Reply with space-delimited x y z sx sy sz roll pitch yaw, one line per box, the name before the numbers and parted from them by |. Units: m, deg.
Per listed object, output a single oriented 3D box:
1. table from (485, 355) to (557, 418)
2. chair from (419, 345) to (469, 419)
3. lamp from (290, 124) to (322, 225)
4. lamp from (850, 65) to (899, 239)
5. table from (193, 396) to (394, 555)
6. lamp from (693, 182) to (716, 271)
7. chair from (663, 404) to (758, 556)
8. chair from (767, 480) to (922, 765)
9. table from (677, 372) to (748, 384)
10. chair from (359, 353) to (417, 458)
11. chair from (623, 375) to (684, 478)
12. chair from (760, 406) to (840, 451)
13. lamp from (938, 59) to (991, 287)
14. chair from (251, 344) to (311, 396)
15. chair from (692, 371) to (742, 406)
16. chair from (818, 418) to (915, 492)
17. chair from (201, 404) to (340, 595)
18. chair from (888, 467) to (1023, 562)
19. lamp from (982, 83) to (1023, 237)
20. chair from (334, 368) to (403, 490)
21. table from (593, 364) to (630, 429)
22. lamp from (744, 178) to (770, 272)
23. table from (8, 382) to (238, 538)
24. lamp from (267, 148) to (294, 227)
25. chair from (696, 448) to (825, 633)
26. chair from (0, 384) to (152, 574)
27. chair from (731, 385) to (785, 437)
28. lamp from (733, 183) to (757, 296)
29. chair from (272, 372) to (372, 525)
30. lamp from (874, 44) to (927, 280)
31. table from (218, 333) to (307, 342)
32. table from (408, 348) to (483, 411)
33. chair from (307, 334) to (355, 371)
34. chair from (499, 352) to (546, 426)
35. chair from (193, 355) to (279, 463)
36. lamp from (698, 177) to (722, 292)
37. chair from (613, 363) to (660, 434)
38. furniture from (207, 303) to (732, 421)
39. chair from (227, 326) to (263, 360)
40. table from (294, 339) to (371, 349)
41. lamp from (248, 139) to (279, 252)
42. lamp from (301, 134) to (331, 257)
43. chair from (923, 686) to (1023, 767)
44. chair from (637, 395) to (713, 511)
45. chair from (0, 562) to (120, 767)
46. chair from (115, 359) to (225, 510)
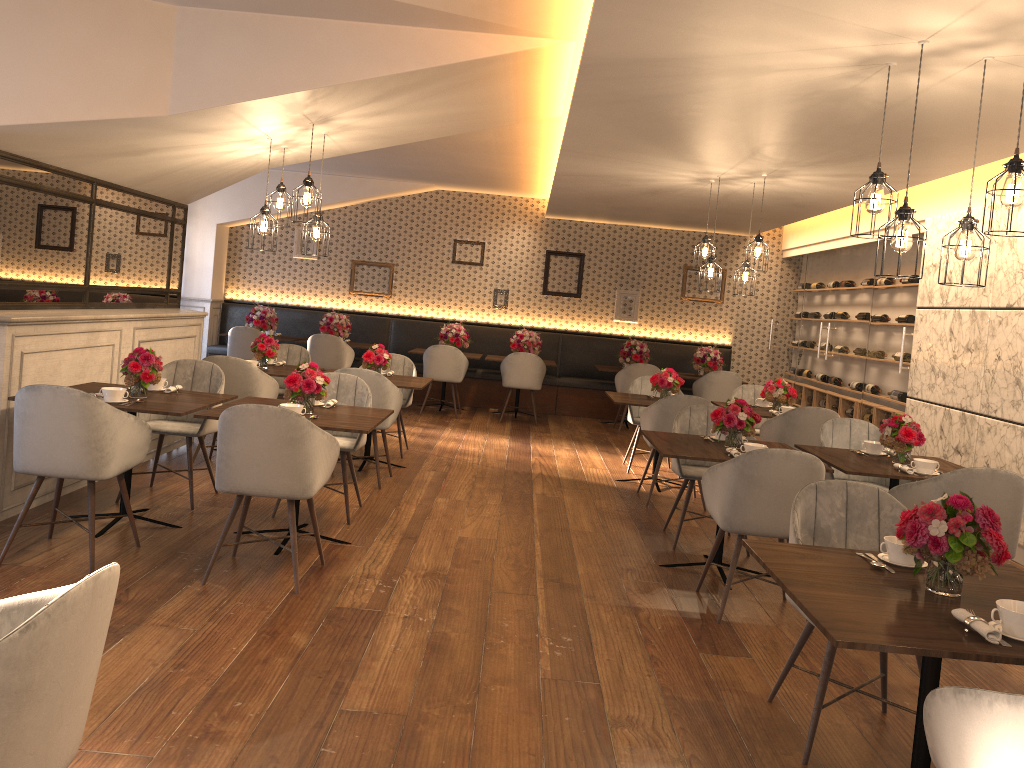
table | 0.082 0.047 11.426 0.896 0.719 0.899 5 4 1
chair | -0.838 -0.053 10.764 0.565 0.871 0.527 5 3 1
lamp | -1.248 -2.071 5.710 0.175 2.067 0.175 5 2 2
lamp | 1.719 -1.691 3.964 0.175 2.067 0.175 5 2 2
table | -1.204 0.515 4.970 0.896 0.719 0.899 5 4 1
lamp | 1.775 -2.029 7.754 0.175 2.067 0.175 5 2 2
chair | 1.281 0.596 5.743 0.565 0.871 0.527 5 3 1
chair | 1.243 0.827 3.166 0.565 0.871 0.527 5 3 1
table | 2.448 0.266 11.398 0.896 0.719 0.899 5 4 1
chair | -1.146 0.174 7.947 0.565 0.871 0.527 5 3 1
chair | 1.318 0.375 8.219 0.565 0.871 0.527 5 3 1
chair | 2.238 0.581 6.880 0.565 0.871 0.527 5 3 1
lamp | 2.022 -1.450 3.764 0.175 2.067 0.175 5 2 2
chair | -2.101 0.085 7.959 0.565 0.871 0.527 5 3 1
chair | 2.483 0.254 10.724 0.565 0.871 0.527 5 3 1
chair | 2.236 0.685 5.731 0.565 0.871 0.527 5 3 1
chair | -1.169 0.503 4.297 0.565 0.871 0.527 5 3 1
chair | 2.202 0.802 4.404 0.565 0.871 0.527 5 3 1
lamp | 2.035 -1.613 3.429 0.175 2.067 0.175 5 2 2
chair | -1.135 0.296 6.620 0.565 0.871 0.527 5 3 1
table | 1.492 0.177 11.410 0.896 0.719 0.899 5 4 1
lamp | 2.091 -1.952 7.220 0.175 2.067 0.175 5 2 2
table | -2.159 0.426 4.983 0.896 0.719 0.899 5 4 1
lamp | -1.564 -2.149 6.244 0.175 2.067 0.175 5 2 2
chair | 1.246 0.714 4.415 0.565 0.871 0.527 5 3 1
chair | -2.124 0.415 4.309 0.565 0.871 0.527 5 3 1
chair | 2.273 0.464 8.207 0.565 0.871 0.527 5 3 1
lamp | 2.078 -1.789 7.555 0.175 2.067 0.175 5 2 2
chair | -1.180 0.382 5.625 0.565 0.871 0.527 5 3 1
lamp | 1.696 -1.469 3.642 0.175 2.067 0.175 5 2 2
table | -3.238 -0.261 11.466 0.896 0.719 0.899 5 4 1
table | -0.873 -0.042 11.438 0.896 0.719 0.899 5 4 1
chair | -2.248 -0.184 10.781 0.565 0.871 0.527 5 3 1
chair | 0.118 0.035 10.752 0.565 0.871 0.527 5 3 1
chair | -2.090 0.207 6.631 0.565 0.871 0.527 5 3 1
lamp | 1.752 -1.808 7.432 0.175 2.067 0.175 5 2 2
chair | 1.528 0.166 10.736 0.565 0.871 0.527 5 3 1
furniture | -0.545 -0.250 12.065 7.088 1.080 0.542 5 3 1
chair | -3.203 -0.273 10.792 0.565 0.871 0.527 5 3 1
table | -2.283 -0.172 11.454 0.896 0.719 0.899 5 4 1
lamp | -1.587 -1.927 5.922 0.175 2.067 0.175 5 2 2
lamp | -1.261 -1.908 6.044 0.175 2.067 0.175 5 2 2
chair | 1.208 0.944 1.839 0.565 0.871 0.527 5 3 1
chair | 1.283 0.492 6.892 0.565 0.871 0.527 5 3 1
chair | -1.059 0.756 1.623 0.526 0.871 0.566 5 3 1
chair | -2.136 0.293 5.636 0.565 0.871 0.527 5 3 1
